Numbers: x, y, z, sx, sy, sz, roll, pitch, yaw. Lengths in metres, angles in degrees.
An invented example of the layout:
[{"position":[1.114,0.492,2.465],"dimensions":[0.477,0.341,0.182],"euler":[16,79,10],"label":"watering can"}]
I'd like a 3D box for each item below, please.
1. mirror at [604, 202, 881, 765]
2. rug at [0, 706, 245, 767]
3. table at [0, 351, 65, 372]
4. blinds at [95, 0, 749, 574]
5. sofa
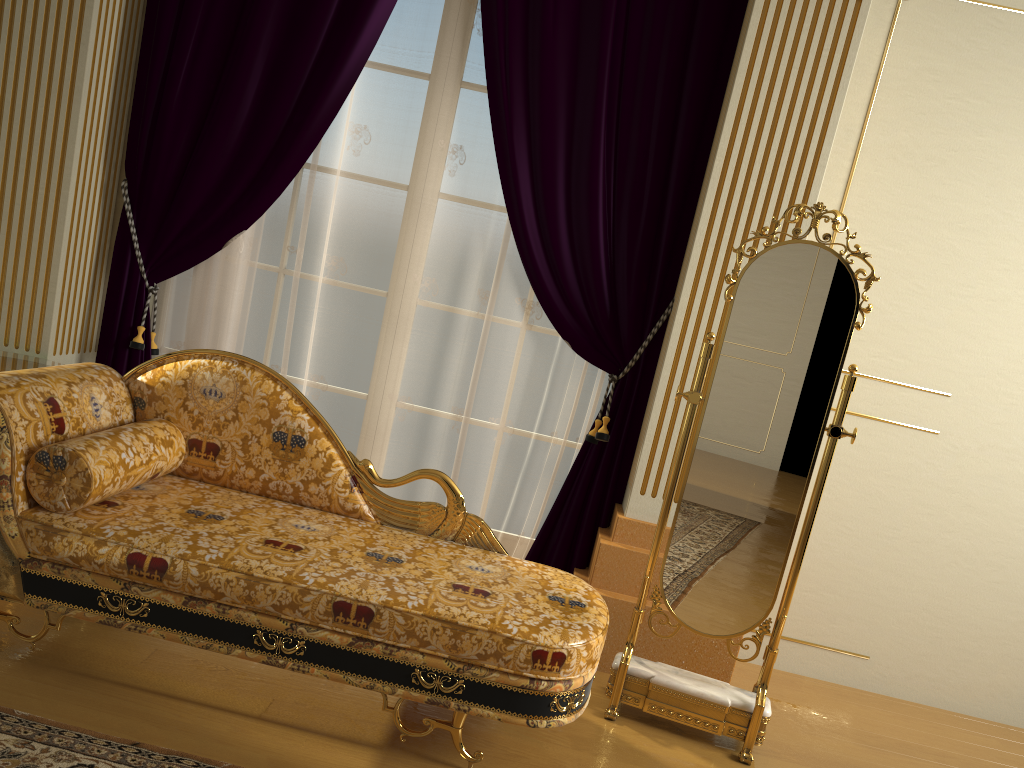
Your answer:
[{"position":[0.725,0.292,2.737],"dimensions":[0.539,1.717,0.241],"euler":[15,10,12],"label":"mirror"},{"position":[-0.947,1.006,0.624],"dimensions":[2.115,0.017,3.052],"euler":[13,6,3],"label":"rug"},{"position":[-1.807,0.243,3.019],"dimensions":[0.573,0.650,0.564],"euler":[6,11,-42],"label":"table"},{"position":[-0.438,-0.526,3.364],"dimensions":[2.233,2.681,0.336],"euler":[13,10,3],"label":"blinds"},{"position":[-0.635,0.434,2.559],"dimensions":[1.892,0.880,0.687],"euler":[13,8,2],"label":"sofa"}]
